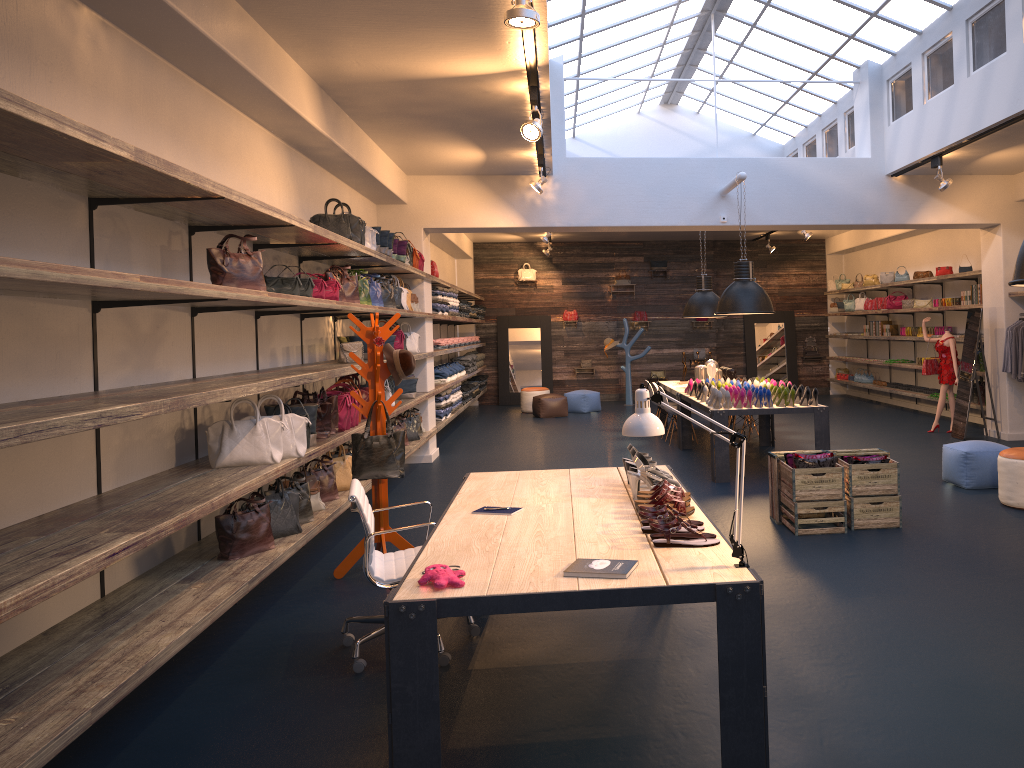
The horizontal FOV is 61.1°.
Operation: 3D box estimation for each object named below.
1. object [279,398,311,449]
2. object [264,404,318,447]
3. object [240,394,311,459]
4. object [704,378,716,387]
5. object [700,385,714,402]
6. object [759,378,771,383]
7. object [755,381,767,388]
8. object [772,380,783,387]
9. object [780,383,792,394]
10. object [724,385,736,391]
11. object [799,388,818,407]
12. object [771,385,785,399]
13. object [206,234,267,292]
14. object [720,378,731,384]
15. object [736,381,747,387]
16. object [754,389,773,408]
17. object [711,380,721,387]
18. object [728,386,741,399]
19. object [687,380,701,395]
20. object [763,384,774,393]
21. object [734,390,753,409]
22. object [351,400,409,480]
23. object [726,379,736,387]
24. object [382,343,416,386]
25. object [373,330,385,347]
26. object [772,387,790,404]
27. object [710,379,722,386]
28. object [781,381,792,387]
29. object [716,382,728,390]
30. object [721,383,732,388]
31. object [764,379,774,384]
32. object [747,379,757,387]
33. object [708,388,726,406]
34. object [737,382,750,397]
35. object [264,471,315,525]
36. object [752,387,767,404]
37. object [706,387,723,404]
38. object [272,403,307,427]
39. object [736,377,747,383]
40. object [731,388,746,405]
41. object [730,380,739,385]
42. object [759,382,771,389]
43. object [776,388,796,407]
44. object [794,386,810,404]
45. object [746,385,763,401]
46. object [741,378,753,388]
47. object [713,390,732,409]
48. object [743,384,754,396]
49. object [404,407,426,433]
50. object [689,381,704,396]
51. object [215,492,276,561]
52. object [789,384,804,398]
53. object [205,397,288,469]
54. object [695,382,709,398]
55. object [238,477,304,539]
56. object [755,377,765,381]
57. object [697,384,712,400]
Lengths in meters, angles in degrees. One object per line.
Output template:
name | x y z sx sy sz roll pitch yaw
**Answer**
object | -1.402 0.259 5.548 0.235 0.329 0.109 -1 0 2
object | -1.432 0.274 5.688 0.323 0.285 0.191 -1 1 16
object | -1.418 0.250 5.151 0.454 0.386 0.180 -2 1 -25
object | 2.560 0.014 11.261 0.204 0.195 0.240 -1 2 -1
object | 2.243 0.104 9.880 0.199 0.195 0.246 -1 2 8
object | 3.202 0.014 11.040 0.204 0.195 0.240 -1 2 -1
object | 2.990 0.051 10.492 0.204 0.195 0.240 -1 2 -1
object | 3.209 0.046 10.507 0.200 0.195 0.245 -1 2 6
object | 3.135 0.081 9.963 0.199 0.195 0.246 -1 2 8
object | 2.475 0.100 9.867 0.199 0.195 0.246 -1 2 7
object | 3.124 0.132 9.122 0.204 0.195 0.240 -1 2 -1
object | 2.939 0.105 9.631 0.206 0.195 0.237 -1 2 -5
object | -1.512 -0.669 4.832 0.200 0.339 0.406 -1 2 37
object | 2.764 0.009 11.272 0.200 0.195 0.245 -1 2 6
object | 2.759 0.057 10.473 0.204 0.195 0.240 -1 2 -1
object | 2.639 0.144 9.097 0.199 0.195 0.246 -1 2 7
object | 2.510 0.047 10.722 0.202 0.195 0.242 -1 2 2
object | 2.450 0.117 9.605 0.201 0.195 0.243 -1 2 4
object | 2.309 0.037 10.959 0.202 0.195 0.248 -1 2 11
object | 2.909 0.089 9.909 0.204 0.195 0.240 -1 2 -1
object | 2.418 0.151 9.051 0.205 0.195 0.238 -1 2 -4
object | -0.870 0.369 5.638 0.374 0.524 0.202 -1 0 3
object | 2.760 0.025 11.002 0.204 0.195 0.240 -1 2 -1
object | -0.743 -0.131 5.815 0.182 0.290 0.274 -1 2 7
object | -0.867 -0.297 5.656 0.082 0.112 0.062 -2 1 -21
object | 2.906 0.121 9.373 0.204 0.195 0.240 -1 2 -1
object | 2.556 0.031 10.977 0.208 0.195 0.234 -2 2 -9
object | 3.206 0.063 10.225 0.206 0.195 0.238 -1 2 -4
object | 2.518 0.065 10.433 0.204 0.195 0.240 -1 2 -1
object | 2.493 0.083 10.144 0.204 0.195 0.240 -1 2 -1
object | 3.177 0.030 10.784 0.204 0.195 0.240 -1 2 -1
object | 2.953 0.037 10.746 0.206 0.195 0.237 -1 2 -5
object | 2.204 0.141 9.300 0.209 0.195 0.234 -2 2 -9
object | 2.715 0.074 10.211 0.210 0.195 0.241 -1 2 -1
object | -1.409 0.735 5.534 0.199 0.339 0.407 -1 2 40
object | 2.670 0.125 9.387 0.204 0.195 0.240 -1 2 -1
object | 2.247 0.123 9.579 0.211 0.195 0.231 -2 2 -14
object | -1.449 0.275 5.416 0.336 0.309 0.156 -1 1 5
object | 2.975 0.001 11.317 0.204 0.195 0.240 -1 2 -1
object | 2.430 0.134 9.335 0.204 0.195 0.240 -1 2 -1
object | 2.743 0.041 10.746 0.204 0.195 0.240 -1 2 -1
object | 2.959 0.069 10.212 0.204 0.195 0.240 -1 2 -1
object | 2.874 0.139 9.100 0.208 0.195 0.235 -2 2 -8
object | 3.136 0.115 9.402 0.204 0.195 0.240 -1 2 -1
object | 2.702 0.109 9.647 0.205 0.195 0.238 -1 2 -3
object | 2.969 0.019 11.027 0.205 0.195 0.238 -1 2 -3
object | 2.189 0.158 9.016 0.200 0.195 0.244 -1 2 5
object | 2.688 0.094 9.904 0.204 0.195 0.240 -1 2 -1
object | -1.230 0.420 10.417 0.164 0.367 0.415 -1 2 41
object | 2.286 0.055 10.683 0.204 0.195 0.240 -1 2 -1
object | -1.466 0.778 4.829 0.200 0.339 0.406 -1 2 37
object | 3.166 0.097 9.682 0.204 0.195 0.240 -1 2 -1
object | -1.499 0.266 4.913 0.454 0.386 0.180 -2 1 -25
object | 2.301 0.070 10.426 0.199 0.195 0.246 -1 2 7
object | -1.444 0.728 5.211 0.178 0.386 0.460 -1 2 37
object | 3.213 -0.003 11.308 0.204 0.195 0.240 -1 2 -1
object | 2.266 0.087 10.152 0.206 0.195 0.237 -1 2 -5
